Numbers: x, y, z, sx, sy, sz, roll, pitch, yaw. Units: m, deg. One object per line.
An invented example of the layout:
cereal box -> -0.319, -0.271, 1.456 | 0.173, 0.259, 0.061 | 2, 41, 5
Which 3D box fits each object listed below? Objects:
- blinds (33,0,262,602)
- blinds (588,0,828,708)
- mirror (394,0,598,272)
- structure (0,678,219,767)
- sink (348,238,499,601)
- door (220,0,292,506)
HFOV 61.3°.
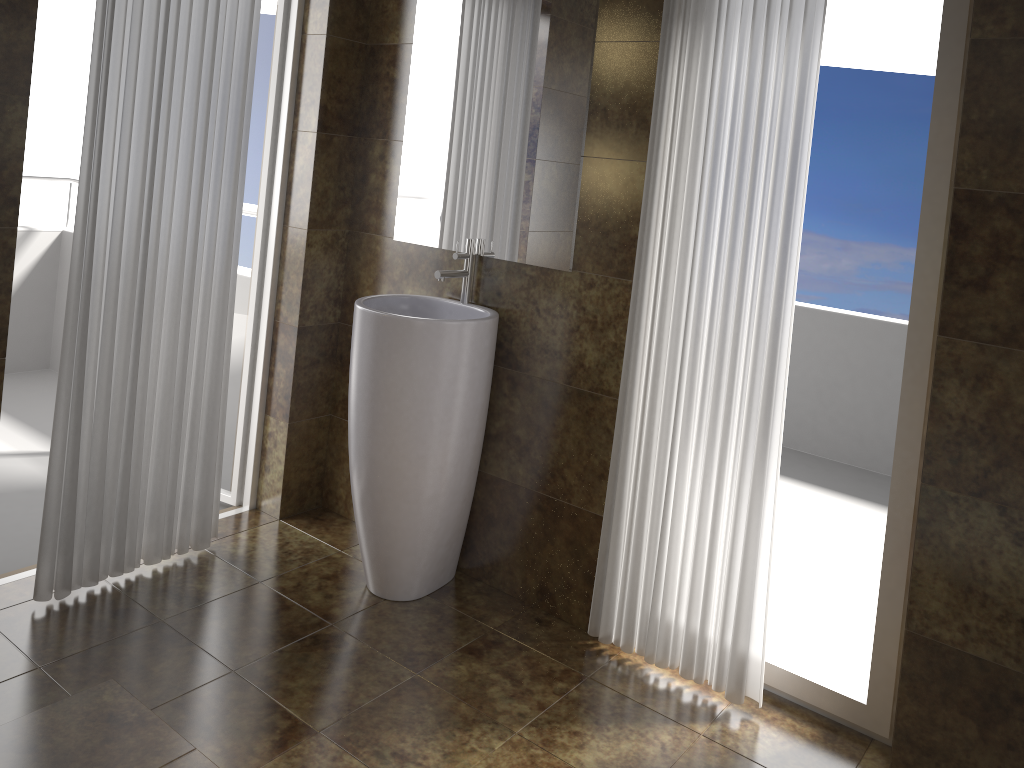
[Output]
blinds -> -1.055, -0.535, 2.652 | 0.068, 2.230, 0.599 | 7, 2, 36
blinds -> 0.549, -0.312, 2.386 | 0.526, 2.218, 0.067 | 7, 2, 36
mirror -> -0.071, -0.970, 2.919 | 0.781, 1.068, 0.008 | 10, 3, 36
structure -> -0.716, 1.095, 0.564 | 2.047, 0.121, 2.020 | 16, 17, 35
sink -> -0.310, 0.093, 2.757 | 0.466, 1.113, 0.436 | 8, 4, 39
door -> -1.338, -0.712, 3.457 | 0.973, 2.181, 0.040 | 7, 2, 26
